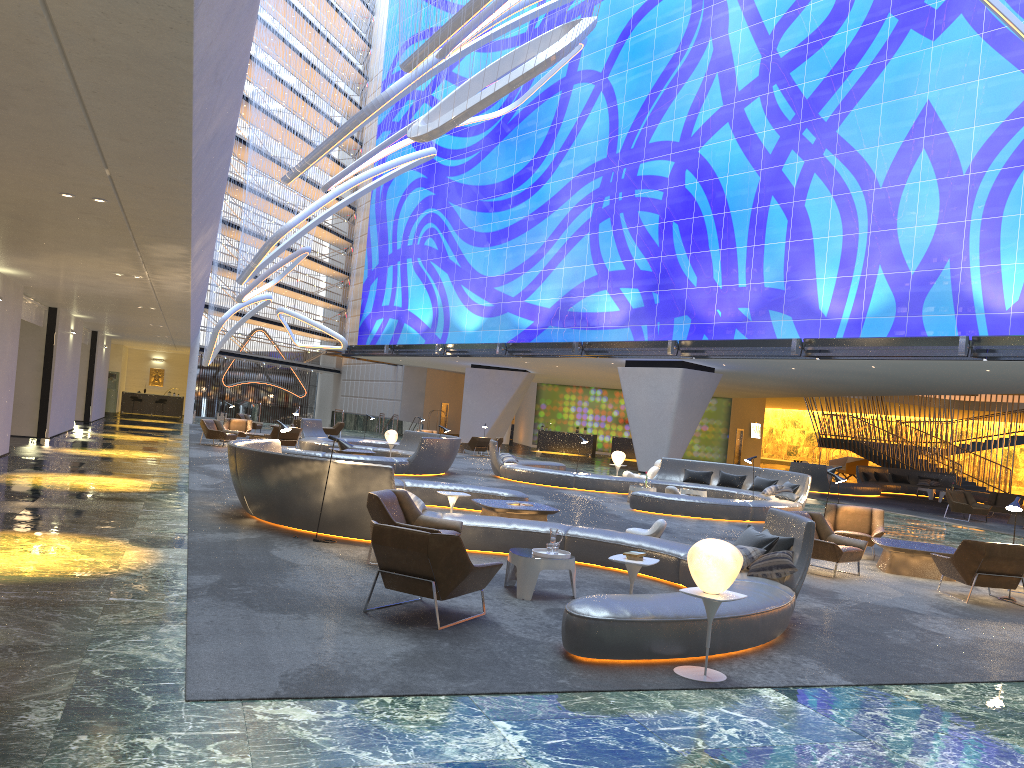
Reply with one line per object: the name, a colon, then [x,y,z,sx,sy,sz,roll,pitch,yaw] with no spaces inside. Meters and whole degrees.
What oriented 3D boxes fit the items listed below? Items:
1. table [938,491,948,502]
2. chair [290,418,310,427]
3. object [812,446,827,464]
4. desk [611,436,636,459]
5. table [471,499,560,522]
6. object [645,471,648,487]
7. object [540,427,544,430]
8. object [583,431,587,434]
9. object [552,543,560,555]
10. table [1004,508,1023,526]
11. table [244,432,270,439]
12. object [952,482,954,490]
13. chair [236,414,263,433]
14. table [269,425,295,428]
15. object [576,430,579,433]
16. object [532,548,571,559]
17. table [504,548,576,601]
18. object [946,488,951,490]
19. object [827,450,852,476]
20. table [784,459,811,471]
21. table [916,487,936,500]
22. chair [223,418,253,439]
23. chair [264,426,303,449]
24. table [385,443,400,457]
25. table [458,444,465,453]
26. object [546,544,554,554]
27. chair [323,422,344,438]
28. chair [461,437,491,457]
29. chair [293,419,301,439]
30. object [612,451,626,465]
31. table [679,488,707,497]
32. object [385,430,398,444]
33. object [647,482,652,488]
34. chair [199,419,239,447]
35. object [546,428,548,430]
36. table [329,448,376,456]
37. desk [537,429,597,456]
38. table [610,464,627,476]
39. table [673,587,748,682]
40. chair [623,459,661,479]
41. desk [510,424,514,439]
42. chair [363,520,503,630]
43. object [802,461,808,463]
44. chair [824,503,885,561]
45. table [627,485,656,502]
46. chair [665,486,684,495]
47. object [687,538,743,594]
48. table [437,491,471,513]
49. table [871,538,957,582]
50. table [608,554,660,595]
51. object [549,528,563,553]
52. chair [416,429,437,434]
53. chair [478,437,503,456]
table: [15.707,4.082,31.802,0.672,0.406,0.673,6,-2,-33]
chair: [-8.933,1.851,38.038,0.929,0.766,0.939,5,-1,7]
object: [16.643,4.089,47.916,0.475,1.664,1.207,5,-1,35]
desk: [6.733,3.411,46.277,2.974,1.097,0.814,5,-1,17]
table: [0.026,2.009,13.328,1.204,0.392,1.202,6,-2,-20]
object: [2.988,2.115,19.659,0.076,0.356,0.066,5,0,37]
object: [1.584,2.320,46.479,0.149,0.149,0.149,5,-1,14]
object: [3.779,2.502,45.851,0.150,0.145,0.150,5,-1,13]
object: [0.426,1.618,8.634,0.071,0.118,0.071,5,-1,38]
table: [14.149,3.682,24.274,1.201,0.392,1.205,4,-2,35]
table: [-7.880,1.786,28.045,1.204,0.392,1.202,6,-2,-20]
object: [15.858,3.717,31.879,0.076,0.356,0.066,5,0,-28]
chair: [-10.620,1.619,35.778,0.938,0.766,0.930,5,-1,5]
table: [-9.374,1.941,36.553,1.203,0.392,1.203,5,-2,-2]
object: [3.381,2.468,45.936,0.150,0.145,0.150,5,-1,13]
object: [0.385,1.659,8.680,0.381,0.038,0.381,6,-2,-28]
table: [0.275,1.874,8.760,0.672,0.406,0.673,6,-2,-24]
object: [15.768,3.832,32.010,0.151,0.118,0.071,5,-1,15]
object: [17.703,4.186,47.901,1.205,1.664,0.476,5,0,-10]
table: [15.106,4.376,46.849,1.240,0.727,2.310,4,-2,28]
table: [15.561,4.120,33.311,0.670,0.406,0.674,5,-2,24]
chair: [-8.995,1.536,29.002,0.930,0.766,0.938,6,-1,-14]
chair: [-6.815,1.649,26.464,0.931,0.766,0.937,6,-1,-36]
table: [-3.432,1.981,25.108,0.418,0.595,0.427,5,-1,-21]
table: [-2.437,2.560,36.020,1.204,0.392,1.202,6,-2,-20]
object: [0.363,1.610,8.584,0.071,0.118,0.071,6,-1,-38]
chair: [-7.533,1.946,37.051,0.939,0.766,0.929,6,-1,-18]
chair: [-1.372,2.423,34.440,0.931,0.766,0.937,6,-1,-36]
chair: [-8.163,1.824,35.191,0.928,0.766,0.940,5,-1,32]
object: [2.972,2.065,24.774,0.367,0.387,0.317,6,-1,-38]
table: [4.135,2.631,20.503,0.673,0.406,0.671,5,-1,-1]
object: [-3.416,1.488,25.066,0.367,0.387,0.318,5,-1,-13]
object: [3.062,2.245,19.787,0.071,0.118,0.151,5,-1,-10]
chair: [-8.771,1.470,26.476,0.938,0.766,0.930,5,-1,13]
object: [1.820,2.359,46.416,0.107,0.108,0.111,5,-1,14]
table: [-4.283,1.968,23.693,1.204,0.392,1.202,6,-2,-20]
desk: [2.867,3.057,46.334,2.974,1.097,0.814,5,-1,19]
table: [2.935,2.556,24.825,0.427,0.595,0.418,5,-1,44]
table: [1.401,1.791,6.356,0.427,0.595,0.418,5,-1,44]
chair: [3.640,2.475,24.198,1.157,0.882,0.729,5,-1,-1]
desk: [-0.447,3.290,62.002,2.974,1.097,0.814,5,-1,19]
chair: [-0.690,1.561,7.446,0.928,0.766,0.940,5,-1,30]
object: [11.247,3.142,34.008,0.318,0.387,0.367,5,-1,-13]
chair: [5.452,2.356,14.187,0.928,0.766,0.940,5,-1,21]
table: [2.835,2.485,19.732,0.670,0.406,0.674,4,-2,32]
chair: [3.951,2.551,20.014,0.585,0.501,1.788,4,-2,34]
object: [1.438,1.299,6.305,0.367,0.387,0.317,6,-1,-38]
table: [-0.818,1.771,11.966,0.418,0.595,0.427,6,-1,-24]
table: [5.811,2.521,12.751,1.202,0.392,1.204,5,-2,16]
table: [0.998,1.786,7.557,0.427,0.595,0.418,5,-1,24]
object: [0.414,1.553,8.729,0.131,0.252,0.103,6,0,-37]
chair: [-3.551,2.310,36.977,0.930,0.766,0.938,6,-1,-14]
chair: [-0.883,2.524,36.086,0.939,0.766,0.929,5,-1,-11]
